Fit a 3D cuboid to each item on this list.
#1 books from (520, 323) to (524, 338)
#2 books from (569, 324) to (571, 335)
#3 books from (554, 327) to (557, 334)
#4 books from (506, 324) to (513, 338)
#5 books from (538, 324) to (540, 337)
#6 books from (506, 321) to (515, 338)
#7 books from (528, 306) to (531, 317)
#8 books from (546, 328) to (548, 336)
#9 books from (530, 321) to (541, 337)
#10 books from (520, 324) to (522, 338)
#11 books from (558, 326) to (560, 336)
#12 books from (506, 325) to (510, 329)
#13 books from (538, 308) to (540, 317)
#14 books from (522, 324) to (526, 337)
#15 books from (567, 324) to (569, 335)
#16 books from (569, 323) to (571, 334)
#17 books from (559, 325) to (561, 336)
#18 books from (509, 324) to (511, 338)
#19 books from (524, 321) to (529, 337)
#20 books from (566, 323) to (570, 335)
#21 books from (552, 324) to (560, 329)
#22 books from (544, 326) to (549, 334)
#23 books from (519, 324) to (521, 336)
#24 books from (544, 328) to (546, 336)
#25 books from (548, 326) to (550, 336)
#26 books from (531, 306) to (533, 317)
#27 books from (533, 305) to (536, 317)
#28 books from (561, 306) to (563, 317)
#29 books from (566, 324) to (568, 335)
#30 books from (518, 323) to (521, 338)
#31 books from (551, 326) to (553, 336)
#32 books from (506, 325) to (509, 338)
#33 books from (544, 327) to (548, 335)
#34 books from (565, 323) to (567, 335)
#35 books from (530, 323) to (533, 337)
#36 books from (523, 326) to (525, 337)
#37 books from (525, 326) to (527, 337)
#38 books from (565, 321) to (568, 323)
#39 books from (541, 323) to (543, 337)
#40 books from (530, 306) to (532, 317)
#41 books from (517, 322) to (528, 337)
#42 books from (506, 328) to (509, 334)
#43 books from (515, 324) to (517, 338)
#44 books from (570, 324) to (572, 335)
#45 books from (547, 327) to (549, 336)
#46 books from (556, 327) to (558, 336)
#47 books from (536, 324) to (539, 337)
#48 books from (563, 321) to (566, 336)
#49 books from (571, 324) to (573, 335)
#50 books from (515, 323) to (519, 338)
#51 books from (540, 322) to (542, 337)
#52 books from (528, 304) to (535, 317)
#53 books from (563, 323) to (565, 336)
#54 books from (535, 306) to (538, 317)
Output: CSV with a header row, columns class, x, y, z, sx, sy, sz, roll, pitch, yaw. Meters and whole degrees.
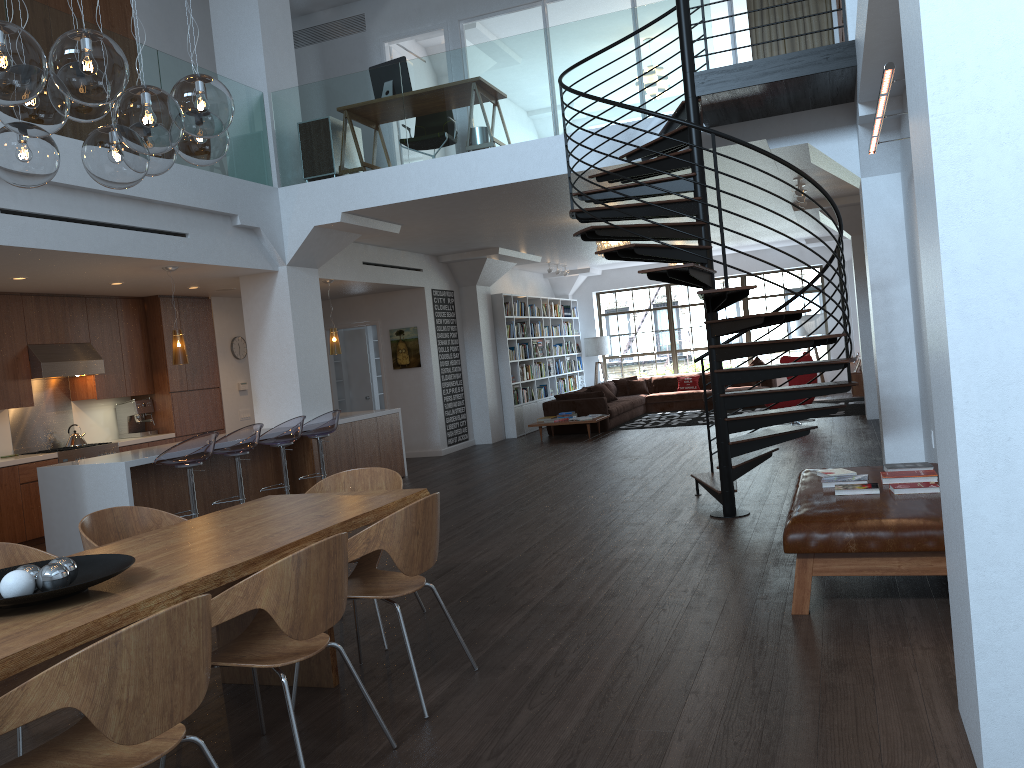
class,x,y,z,sx,sy,sz,roll,pitch,yaw
books,0.104,-0.932,15.600,0.183,0.253,0.042,-5,2,20
books,1.106,-1.124,18.307,0.180,0.259,0.060,-5,2,20
books,0.817,-1.028,17.513,0.128,0.178,0.022,-5,2,20
books,-0.081,-0.890,15.042,0.174,0.242,0.105,-5,2,20
books,0.417,-0.984,16.411,0.174,0.239,0.045,-5,2,20
books,-0.049,-0.919,15.111,0.176,0.290,0.053,-5,2,20
books,0.263,-1.306,16.069,0.139,0.191,0.036,-5,2,20
books,0.607,-0.984,16.911,0.126,0.173,0.032,-5,2,20
books,0.435,-1.013,16.484,0.176,0.290,0.053,-5,2,20
books,0.083,-0.924,15.530,0.171,0.246,0.039,-5,2,20
books,0.879,-1.046,17.669,0.139,0.191,0.036,-5,2,20
books,-0.119,-0.877,14.934,0.152,0.232,0.104,-5,2,20
books,0.455,-1.332,16.586,0.109,0.171,0.018,-5,2,20
books,0.153,-0.934,15.702,0.174,0.240,0.054,-5,2,20
books,1.062,-1.106,18.194,0.174,0.240,0.045,-5,2,20
books,1.125,-1.122,18.345,0.160,0.250,0.026,-5,2,20
books,0.900,-1.069,17.754,0.158,0.226,0.052,-5,2,20
books,-0.105,-0.881,14.963,0.172,0.235,0.112,-5,2,20
books,0.206,-0.969,15.857,0.176,0.291,0.053,-5,2,20
books,1.085,-1.116,18.226,0.183,0.253,0.034,-5,2,20
books,0.886,-1.068,17.708,0.140,0.231,0.042,-5,2,20
books,0.629,-1.004,16.996,0.146,0.202,0.027,-5,2,20
books,0.066,-0.924,15.494,0.160,0.251,0.039,-5,2,20
books,0.575,-0.975,16.815,0.120,0.167,0.020,-5,2,20
books,0.646,-1.007,17.018,0.146,0.202,0.027,-5,2,20
books,0.310,-1.320,16.202,0.146,0.202,0.027,-5,2,20
books,0.346,-1.340,16.330,0.158,0.226,0.052,-5,2,20
books,0.945,-1.453,17.943,0.161,0.223,0.032,-5,2,20
books,1.041,-1.105,18.119,0.171,0.246,0.057,-5,2,20
books,0.050,-0.925,15.457,0.180,0.259,0.042,-5,2,20
books,0.715,-1.019,17.212,0.127,0.200,0.020,-5,2,20
books,-0.132,-0.868,14.908,0.161,0.218,0.101,-5,2,20
books,0.616,-0.989,16.936,0.128,0.178,0.021,-5,2,20
books,1.013,-1.103,18.046,0.183,0.253,0.034,-5,2,20
books,0.278,-0.964,16.012,0.182,0.253,0.034,-5,2,20
books,0.134,-0.922,15.662,0.161,0.223,0.033,-5,2,20
books,0.168,-0.943,15.775,0.160,0.251,0.031,-5,2,20
books,1.087,-1.136,18.262,0.176,0.290,0.036,-5,2,20
books,0.493,-1.003,16.607,0.159,0.250,0.026,-5,2,20
books,0.286,-1.315,16.123,0.146,0.202,0.027,-5,2,20
books,0.172,-0.962,15.815,0.198,0.284,0.049,-5,2,20
books,-0.152,-0.845,14.834,0.161,0.182,0.170,-5,2,20
books,-0.005,-0.902,15.290,0.174,0.236,0.142,-5,2,21
books,1.135,-1.127,18.401,0.183,0.253,0.034,-5,2,20
books,0.623,-0.997,16.964,0.139,0.191,0.036,-5,2,20
books,0.825,-1.033,17.537,0.134,0.184,0.030,-5,2,20
books,0.396,-0.983,16.364,0.170,0.245,0.057,-5,2,20
books,0.996,-1.118,18.005,0.176,0.290,0.053,-5,2,20
books,1.172,-1.122,18.500,0.168,0.231,0.037,-5,2,20
books,0.026,-0.917,15.374,0.183,0.253,0.042,-5,2,20
books,0.452,-1.014,16.542,0.197,0.283,0.065,-5,2,20
books,0.334,-1.340,16.282,0.140,0.231,0.042,-5,2,20
books,0.951,-1.108,17.904,0.198,0.284,0.066,-5,2,20
books,0.397,-1.334,16.450,0.136,0.196,0.045,-5,2,20
